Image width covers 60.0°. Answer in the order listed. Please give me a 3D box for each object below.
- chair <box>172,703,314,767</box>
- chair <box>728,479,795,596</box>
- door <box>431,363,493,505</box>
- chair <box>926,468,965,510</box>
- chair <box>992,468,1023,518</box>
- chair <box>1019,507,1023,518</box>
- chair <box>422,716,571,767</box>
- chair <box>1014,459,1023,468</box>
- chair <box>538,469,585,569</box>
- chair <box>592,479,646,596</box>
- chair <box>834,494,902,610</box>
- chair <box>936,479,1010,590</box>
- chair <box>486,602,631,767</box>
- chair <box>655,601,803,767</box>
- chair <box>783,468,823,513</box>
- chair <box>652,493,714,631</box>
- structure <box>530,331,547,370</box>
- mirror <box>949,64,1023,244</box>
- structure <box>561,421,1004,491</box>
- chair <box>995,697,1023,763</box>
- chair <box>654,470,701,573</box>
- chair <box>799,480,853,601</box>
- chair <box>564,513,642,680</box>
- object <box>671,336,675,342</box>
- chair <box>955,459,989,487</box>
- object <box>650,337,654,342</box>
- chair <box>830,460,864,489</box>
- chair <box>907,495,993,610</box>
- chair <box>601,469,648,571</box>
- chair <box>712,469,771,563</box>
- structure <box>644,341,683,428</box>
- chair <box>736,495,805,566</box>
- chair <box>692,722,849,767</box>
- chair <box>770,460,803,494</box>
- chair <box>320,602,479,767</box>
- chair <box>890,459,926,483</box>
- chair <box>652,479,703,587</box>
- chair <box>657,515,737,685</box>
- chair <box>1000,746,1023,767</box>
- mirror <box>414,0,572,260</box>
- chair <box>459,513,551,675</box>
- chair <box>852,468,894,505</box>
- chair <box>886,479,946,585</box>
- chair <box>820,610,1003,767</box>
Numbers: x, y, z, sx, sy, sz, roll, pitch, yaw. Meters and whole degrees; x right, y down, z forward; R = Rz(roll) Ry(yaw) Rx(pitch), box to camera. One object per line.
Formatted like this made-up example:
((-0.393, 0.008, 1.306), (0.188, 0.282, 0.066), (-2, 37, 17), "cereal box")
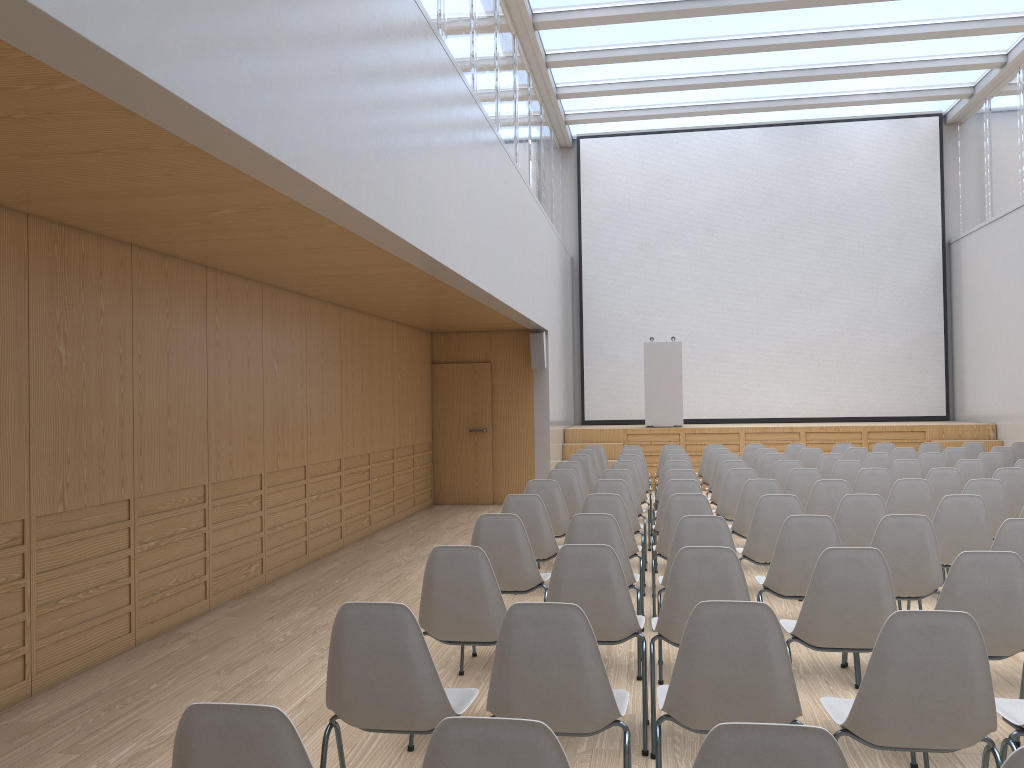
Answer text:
((-0.511, 1.083, 2.021), (0.479, 0.876, 0.505), (-1, -1, 9), "chair")
((1.869, 1.134, 6.710), (0.479, 0.876, 0.505), (-1, -1, 9), "chair")
((-0.726, 0.717, 12.688), (0.873, 2.024, 0.108), (-1, -1, 9), "door")
((3.551, 1.121, 7.422), (0.479, 0.876, 0.505), (-1, -1, 9), "chair")
((4.037, 1.111, 7.323), (0.479, 0.876, 0.505), (-1, -1, 9), "chair")
((3.223, 1.089, 5.478), (0.479, 0.876, 0.505), (-1, -1, 9), "chair")
((0.012, 1.073, 1.917), (0.479, 0.876, 0.505), (-1, -1, 9), "chair")
((4.717, 1.117, 8.226), (0.479, 0.876, 0.505), (-1, -1, 9), "chair")
((0.481, 1.181, 7.947), (0.479, 0.876, 0.505), (-1, -1, 9), "chair")
((0.787, 1.155, 6.875), (0.479, 0.876, 0.505), (-1, -1, 9), "chair")
((2.173, 1.109, 5.619), (0.479, 0.876, 0.505), (-1, -1, 9), "chair")
((3.355, 1.105, 6.441), (0.479, 0.876, 0.505), (-1, -1, 9), "chair")
((0.145, 1.089, 2.868), (0.479, 0.876, 0.505), (-1, -1, 9), "chair")
((0.697, 1.079, 2.848), (0.479, 0.876, 0.505), (-1, -1, 9), "chair")
((2.487, 1.142, 7.623), (0.479, 0.876, 0.505), (-1, -1, 9), "chair")
((1.153, 1.129, 5.803), (0.479, 0.876, 0.505), (-1, -1, 9), "chair")
((0.371, -0.471, 12.404), (0.196, 0.542, 0.368), (-1, -1, 9), "structure")
((6.244, -3.612, 6.563), (0.253, 2.089, 17.828), (-1, -1, 9), "mirror")
((4.184, 1.192, 14.482), (6.552, 1.027, 2.728), (-1, -1, 9), "structure")
((1.733, 1.059, 2.670), (0.479, 0.876, 0.505), (-1, -1, 9), "chair")
((1.468, 1.159, 7.677), (0.479, 0.876, 0.505), (-1, -1, 9), "chair")
((2.329, 1.124, 6.566), (0.479, 0.876, 0.505), (-1, -1, 9), "chair")
((0.473, 1.122, 4.900), (0.479, 0.876, 0.505), (-1, -1, 9), "chair")
((2.650, -0.630, 14.467), (0.166, 0.305, 0.252), (-1, -1, -19), "object")
((4.233, 1.127, 8.324), (0.479, 0.876, 0.505), (-1, -1, 9), "chair")
((2.307, -0.624, 14.522), (0.166, 0.305, 0.252), (-1, -1, -19), "object")
((3.171, 1.147, 8.455), (0.479, 0.876, 0.505), (-1, -1, 9), "chair")
((2.717, 1.097, 5.490), (0.479, 0.876, 0.505), (-1, -1, 9), "chair")
((0.948, 1.171, 7.844), (0.479, 0.876, 0.505), (-1, -1, 9), "chair")
((1.973, 1.151, 7.677), (0.479, 0.876, 0.505), (-1, -1, 9), "chair")
((2.482, 0.017, 14.551), (0.605, 1.379, 0.605), (-1, -1, 9), "structure")
((1.679, 1.117, 5.658), (0.479, 0.876, 0.505), (-1, -1, 9), "chair")
((0.522, 1.063, 1.863), (0.479, 0.876, 0.505), (-1, -1, 9), "chair")
((2.642, 1.157, 8.562), (0.479, 0.876, 0.505), (-1, -1, 9), "chair")
((-0.367, 1.098, 2.909), (0.479, 0.876, 0.505), (-1, -1, 9), "chair")
((3.705, 1.138, 8.438), (0.479, 0.876, 0.505), (-1, -1, 9), "chair")
((1.304, 1.145, 6.773), (0.479, 0.876, 0.505), (-1, -1, 9), "chair")
((1.017, 1.111, 4.752), (0.479, 0.876, 0.505), (-1, -1, 9), "chair")
((1.008, 1.053, 1.736), (0.479, 0.876, 0.505), (-1, -1, 9), "chair")
((-0.459, -3.483, 7.648), (0.253, 2.089, 17.828), (-1, -1, 9), "mirror")
((-0.025, 1.132, 4.962), (0.479, 0.876, 0.505), (-1, -1, 9), "chair")
((3.025, 1.131, 7.526), (0.479, 0.876, 0.505), (-1, -1, 9), "chair")
((2.888, 1.114, 6.535), (0.479, 0.876, 0.505), (-1, -1, 9), "chair")
((1.209, 1.068, 2.696), (0.479, 0.876, 0.505), (-1, -1, 9), "chair")
